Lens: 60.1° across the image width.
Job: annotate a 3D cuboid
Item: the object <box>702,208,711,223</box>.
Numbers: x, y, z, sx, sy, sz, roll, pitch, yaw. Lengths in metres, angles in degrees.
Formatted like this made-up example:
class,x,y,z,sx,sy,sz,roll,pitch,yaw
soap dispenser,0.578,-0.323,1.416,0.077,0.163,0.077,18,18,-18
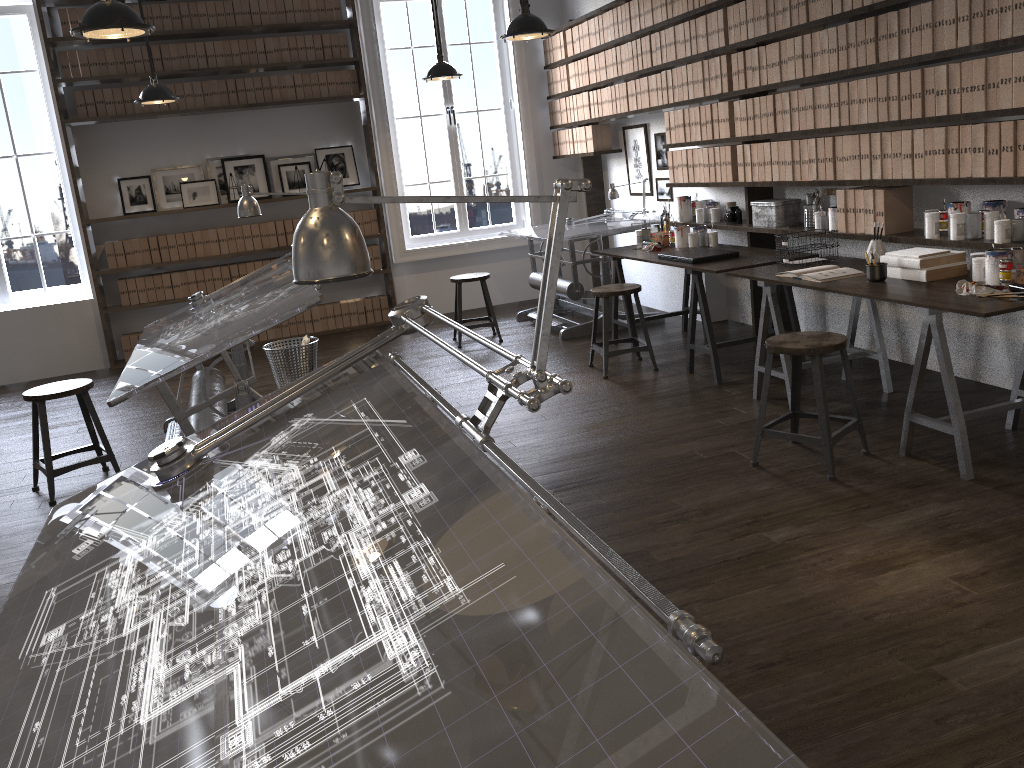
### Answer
class,x,y,z,sx,sy,sz,roll,pitch,yaw
object,1.333,-1.149,6.039,0.063,0.092,0.063,-14,14,-30

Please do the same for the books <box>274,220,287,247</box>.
class,x,y,z,sx,sy,sz,roll,pitch,yaw
books,-2.063,-1.341,7.889,0.067,0.223,0.176,-10,13,-16

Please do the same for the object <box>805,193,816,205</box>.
class,x,y,z,sx,sy,sz,roll,pitch,yaw
object,1.756,-1.018,5.177,0.079,0.186,0.079,-16,15,-37

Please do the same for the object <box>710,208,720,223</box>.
class,x,y,z,sx,sy,sz,roll,pitch,yaw
object,1.374,-1.140,5.987,0.062,0.093,0.062,-14,14,-30

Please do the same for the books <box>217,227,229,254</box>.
class,x,y,z,sx,sy,sz,roll,pitch,yaw
books,-2.527,-1.252,7.742,0.067,0.223,0.176,-10,13,-16

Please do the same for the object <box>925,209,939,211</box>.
class,x,y,z,sx,sy,sz,roll,pitch,yaw
object,1.999,-0.769,4.215,0.062,0.118,0.062,-1,13,23

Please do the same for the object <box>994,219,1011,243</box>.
class,x,y,z,sx,sy,sz,roll,pitch,yaw
object,2.063,-0.642,3.726,0.062,0.095,0.062,-3,13,15

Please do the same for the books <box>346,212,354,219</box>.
class,x,y,z,sx,sy,sz,roll,pitch,yaw
books,-1.471,-1.453,8.065,0.067,0.223,0.176,-10,13,-16

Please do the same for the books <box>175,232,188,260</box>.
class,x,y,z,sx,sy,sz,roll,pitch,yaw
books,-2.850,-1.192,7.648,0.067,0.223,0.176,-10,13,-16

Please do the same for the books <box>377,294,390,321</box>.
class,x,y,z,sx,sy,sz,roll,pitch,yaw
books,-1.200,-0.713,8.283,0.067,0.223,0.176,-10,13,-16

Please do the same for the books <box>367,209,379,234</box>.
class,x,y,z,sx,sy,sz,roll,pitch,yaw
books,-1.278,-1.489,8.123,0.067,0.223,0.176,-10,13,-16

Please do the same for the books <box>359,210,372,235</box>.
class,x,y,z,sx,sy,sz,roll,pitch,yaw
books,-1.341,-1.479,8.111,0.067,0.223,0.176,-10,13,-16

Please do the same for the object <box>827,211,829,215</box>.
class,x,y,z,sx,sy,sz,roll,pitch,yaw
object,1.784,-0.914,4.923,0.062,0.092,0.064,2,15,34

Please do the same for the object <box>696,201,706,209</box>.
class,x,y,z,sx,sy,sz,roll,pitch,yaw
object,1.329,-1.218,6.219,0.070,0.129,0.071,-2,13,21

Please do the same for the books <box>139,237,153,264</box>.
class,x,y,z,sx,sy,sz,roll,pitch,yaw
books,-3.124,-1.140,7.564,0.067,0.223,0.176,-10,13,-16

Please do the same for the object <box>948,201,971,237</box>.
class,x,y,z,sx,sy,sz,roll,pitch,yaw
object,2.050,-0.752,4.059,0.094,0.160,0.095,-11,13,-20

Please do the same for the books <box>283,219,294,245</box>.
class,x,y,z,sx,sy,sz,roll,pitch,yaw
books,-1.991,-1.354,7.905,0.067,0.223,0.176,-10,13,-16

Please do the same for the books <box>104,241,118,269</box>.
class,x,y,z,sx,sy,sz,roll,pitch,yaw
books,-3.381,-1.090,7.482,0.067,0.223,0.176,-10,13,-16

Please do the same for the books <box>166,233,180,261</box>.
class,x,y,z,sx,sy,sz,roll,pitch,yaw
books,-2.915,-1.178,7.623,0.067,0.223,0.176,-10,13,-16

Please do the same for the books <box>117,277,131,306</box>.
class,x,y,z,sx,sy,sz,roll,pitch,yaw
books,-3.305,-0.786,7.554,0.067,0.223,0.176,-10,13,-16

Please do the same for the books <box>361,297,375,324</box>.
class,x,y,z,sx,sy,sz,roll,pitch,yaw
books,-1.340,-0.686,8.237,0.067,0.223,0.176,-10,13,-16

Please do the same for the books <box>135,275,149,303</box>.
class,x,y,z,sx,sy,sz,roll,pitch,yaw
books,-3.170,-0.813,7.599,0.067,0.223,0.176,-10,13,-16

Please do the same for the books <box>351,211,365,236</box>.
class,x,y,z,sx,sy,sz,roll,pitch,yaw
books,-1.406,-1.466,8.089,0.067,0.223,0.176,-10,13,-16

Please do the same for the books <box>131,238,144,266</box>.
class,x,y,z,sx,sy,sz,roll,pitch,yaw
books,-3.185,-1.127,7.543,0.067,0.223,0.176,-10,13,-16

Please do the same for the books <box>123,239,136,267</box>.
class,x,y,z,sx,sy,sz,roll,pitch,yaw
books,-3.243,-1.115,7.520,0.067,0.223,0.176,-10,13,-16

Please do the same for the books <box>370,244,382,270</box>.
class,x,y,z,sx,sy,sz,roll,pitch,yaw
books,-1.262,-1.175,8.183,0.067,0.223,0.176,-10,13,-16

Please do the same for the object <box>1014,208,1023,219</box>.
class,x,y,z,sx,sy,sz,roll,pitch,yaw
object,2.206,-0.688,3.796,0.095,0.128,0.094,-13,14,-29

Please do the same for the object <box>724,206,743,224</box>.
class,x,y,z,sx,sy,sz,roll,pitch,yaw
object,1.430,-1.101,5.777,0.091,0.107,0.172,-10,14,-16

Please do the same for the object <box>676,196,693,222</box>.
class,x,y,z,sx,sy,sz,roll,pitch,yaw
object,1.224,-1.243,6.291,0.108,0.175,0.107,-10,13,-15

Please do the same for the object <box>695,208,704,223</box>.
class,x,y,z,sx,sy,sz,roll,pitch,yaw
object,1.297,-1.160,6.099,0.062,0.093,0.062,-14,14,-30

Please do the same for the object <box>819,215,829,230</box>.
class,x,y,z,sx,sy,sz,roll,pitch,yaw
object,1.782,-0.899,4.878,0.181,0.092,0.062,-7,12,-3

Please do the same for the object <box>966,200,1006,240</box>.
class,x,y,z,sx,sy,sz,roll,pitch,yaw
object,2.101,-0.727,3.941,0.206,0.160,0.095,-10,13,-15

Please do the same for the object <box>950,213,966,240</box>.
class,x,y,z,sx,sy,sz,roll,pitch,yaw
object,1.993,-0.703,3.958,0.062,0.118,0.062,4,16,40

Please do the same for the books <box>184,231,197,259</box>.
class,x,y,z,sx,sy,sz,roll,pitch,yaw
books,-2.783,-1.204,7.668,0.067,0.223,0.176,-10,13,-16

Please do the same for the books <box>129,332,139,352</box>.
class,x,y,z,sx,sy,sz,roll,pitch,yaw
books,-3.246,-0.324,7.657,0.067,0.223,0.176,-10,13,-16

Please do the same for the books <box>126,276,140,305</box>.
class,x,y,z,sx,sy,sz,roll,pitch,yaw
books,-3.237,-0.799,7.575,0.067,0.223,0.176,-10,13,-16

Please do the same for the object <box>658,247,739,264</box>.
class,x,y,z,sx,sy,sz,roll,pitch,yaw
object,1.114,-0.772,5.320,0.313,0.033,0.449,-11,15,-16

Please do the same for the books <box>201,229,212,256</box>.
class,x,y,z,sx,sy,sz,roll,pitch,yaw
books,-2.656,-1.228,7.706,0.067,0.223,0.176,-10,13,-16

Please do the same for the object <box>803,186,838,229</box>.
class,x,y,z,sx,sy,sz,roll,pitch,yaw
object,1.722,-1.021,5.012,0.157,0.269,0.182,-14,15,-32

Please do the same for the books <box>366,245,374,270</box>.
class,x,y,z,sx,sy,sz,roll,pitch,yaw
books,-1.330,-1.163,8.166,0.067,0.223,0.176,-10,13,-16

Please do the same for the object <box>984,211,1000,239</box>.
class,x,y,z,sx,sy,sz,roll,pitch,yaw
object,2.095,-0.691,3.867,0.062,0.118,0.062,4,16,40

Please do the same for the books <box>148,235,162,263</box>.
class,x,y,z,sx,sy,sz,roll,pitch,yaw
books,-3.052,-1.152,7.580,0.067,0.223,0.176,-10,13,-16

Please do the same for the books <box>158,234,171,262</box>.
class,x,y,z,sx,sy,sz,roll,pitch,yaw
books,-2.984,-1.166,7.607,0.067,0.223,0.176,-10,13,-16

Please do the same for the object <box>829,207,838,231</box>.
class,x,y,z,sx,sy,sz,roll,pitch,yaw
object,1.766,-0.894,4.797,0.094,0.127,0.096,-9,13,-10

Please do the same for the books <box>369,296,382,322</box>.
class,x,y,z,sx,sy,sz,roll,pitch,yaw
books,-1.272,-0.700,8.264,0.067,0.223,0.176,-10,13,-16

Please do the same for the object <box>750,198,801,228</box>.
class,x,y,z,sx,sy,sz,roll,pitch,yaw
object,1.601,-1.039,5.373,0.193,0.151,0.319,-11,14,-17

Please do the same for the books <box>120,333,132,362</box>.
class,x,y,z,sx,sy,sz,roll,pitch,yaw
books,-3.312,-0.312,7.639,0.067,0.223,0.176,-10,13,-16

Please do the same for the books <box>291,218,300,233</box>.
class,x,y,z,sx,sy,sz,roll,pitch,yaw
books,-1.922,-1.368,7.932,0.067,0.223,0.176,-10,13,-16

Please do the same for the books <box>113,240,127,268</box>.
class,x,y,z,sx,sy,sz,roll,pitch,yaw
books,-3.312,-1.102,7.499,0.067,0.223,0.176,-10,13,-16

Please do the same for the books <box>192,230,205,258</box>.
class,x,y,z,sx,sy,sz,roll,pitch,yaw
books,-2.717,-1.215,7.682,0.067,0.223,0.176,-10,13,-16

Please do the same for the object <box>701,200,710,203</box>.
class,x,y,z,sx,sy,sz,roll,pitch,yaw
object,1.369,-1.239,6.285,0.072,0.128,0.072,1,14,29

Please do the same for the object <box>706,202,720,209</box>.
class,x,y,z,sx,sy,sz,roll,pitch,yaw
object,1.397,-1.195,6.142,0.094,0.127,0.096,-3,13,13

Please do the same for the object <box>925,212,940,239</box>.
class,x,y,z,sx,sy,sz,roll,pitch,yaw
object,1.944,-0.732,4.093,0.062,0.118,0.062,1,14,32

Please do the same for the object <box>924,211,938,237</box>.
class,x,y,z,sx,sy,sz,roll,pitch,yaw
object,1.968,-0.751,4.157,0.063,0.117,0.063,-1,13,23

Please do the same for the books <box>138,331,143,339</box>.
class,x,y,z,sx,sy,sz,roll,pitch,yaw
books,-3.178,-0.336,7.674,0.067,0.223,0.176,-10,13,-16

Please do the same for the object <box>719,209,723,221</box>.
class,x,y,z,sx,sy,sz,roll,pitch,yaw
object,1.415,-1.154,6.063,0.054,0.079,0.055,-4,13,10
